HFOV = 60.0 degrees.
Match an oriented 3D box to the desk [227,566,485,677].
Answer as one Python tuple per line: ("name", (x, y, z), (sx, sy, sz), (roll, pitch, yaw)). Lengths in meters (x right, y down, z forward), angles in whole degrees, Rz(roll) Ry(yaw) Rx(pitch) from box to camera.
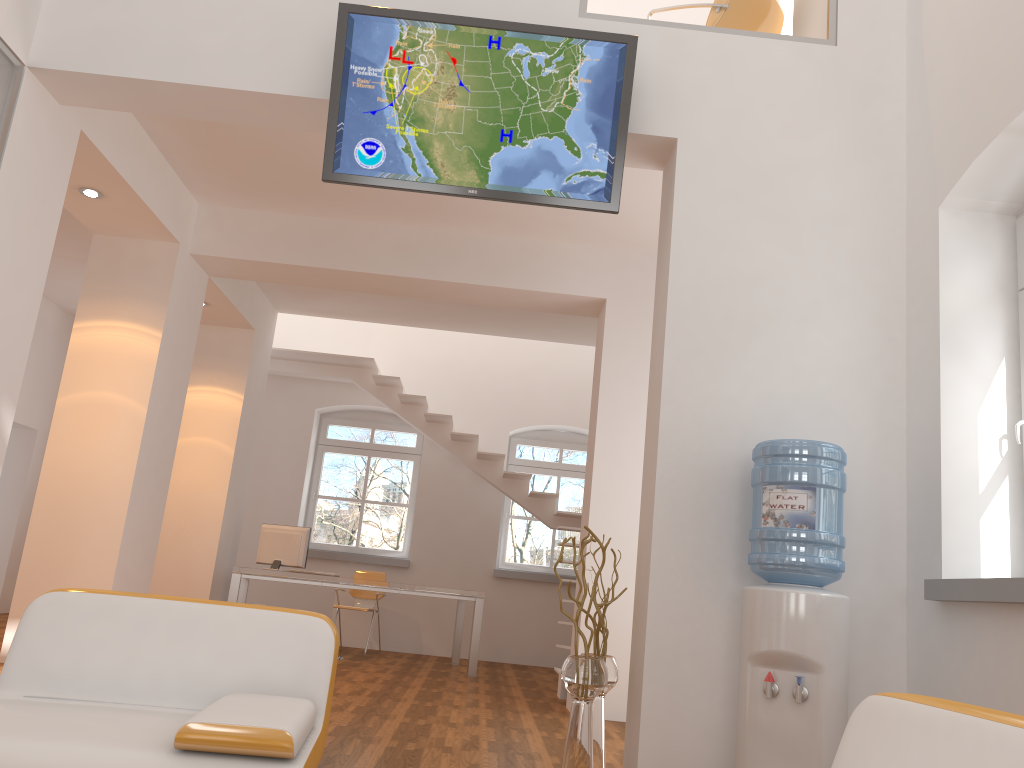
("desk", (-1.487, 2.219, 8.358), (2.239, 0.750, 1.092), (8, -13, -10))

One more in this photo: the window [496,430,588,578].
("window", (0.531, 1.420, 10.615), (1.308, 1.737, 0.142), (6, -13, -1))

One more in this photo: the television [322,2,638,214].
("television", (-0.149, -1.278, 4.130), (1.388, 0.803, 0.266), (6, -13, -1))

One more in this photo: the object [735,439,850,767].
("object", (1.127, 0.985, 3.546), (0.436, 1.490, 0.436), (9, -14, -15))

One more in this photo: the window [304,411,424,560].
("window", (-1.749, 1.177, 10.585), (1.308, 1.737, 0.142), (6, -13, -1))

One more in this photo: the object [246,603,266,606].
("object", (-2.469, 2.301, 8.379), (0.200, 0.422, 0.474), (8, -13, -10))

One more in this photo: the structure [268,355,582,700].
("structure", (-0.704, 1.160, 8.499), (4.630, 3.042, 3.450), (6, -13, -1))

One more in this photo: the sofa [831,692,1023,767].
("sofa", (0.547, 0.746, 0.950), (0.825, 0.661, 2.010), (6, -13, -2))

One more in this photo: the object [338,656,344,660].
("object", (-1.618, 2.578, 8.332), (0.054, 0.035, 0.115), (4, -13, 9))

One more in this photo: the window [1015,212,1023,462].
("window", (2.175, -0.098, 3.113), (0.142, 1.627, 1.302), (6, -13, -1))

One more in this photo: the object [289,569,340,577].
("object", (-1.917, 1.831, 8.610), (0.467, 0.031, 0.200), (4, -13, 9))

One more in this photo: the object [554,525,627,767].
("object", (0.364, 1.211, 4.020), (0.284, 1.112, 0.655), (1, -14, 20))

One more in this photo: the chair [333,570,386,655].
("chair", (-1.609, 2.376, 9.293), (0.495, 0.829, 0.464), (3, -13, 14))

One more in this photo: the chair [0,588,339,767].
("chair", (-0.974, 0.910, 2.336), (0.923, 0.661, 0.825), (7, -13, -6))

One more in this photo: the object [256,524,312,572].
("object", (-2.164, 1.519, 8.240), (0.516, 0.418, 0.245), (-1, -15, 28))
